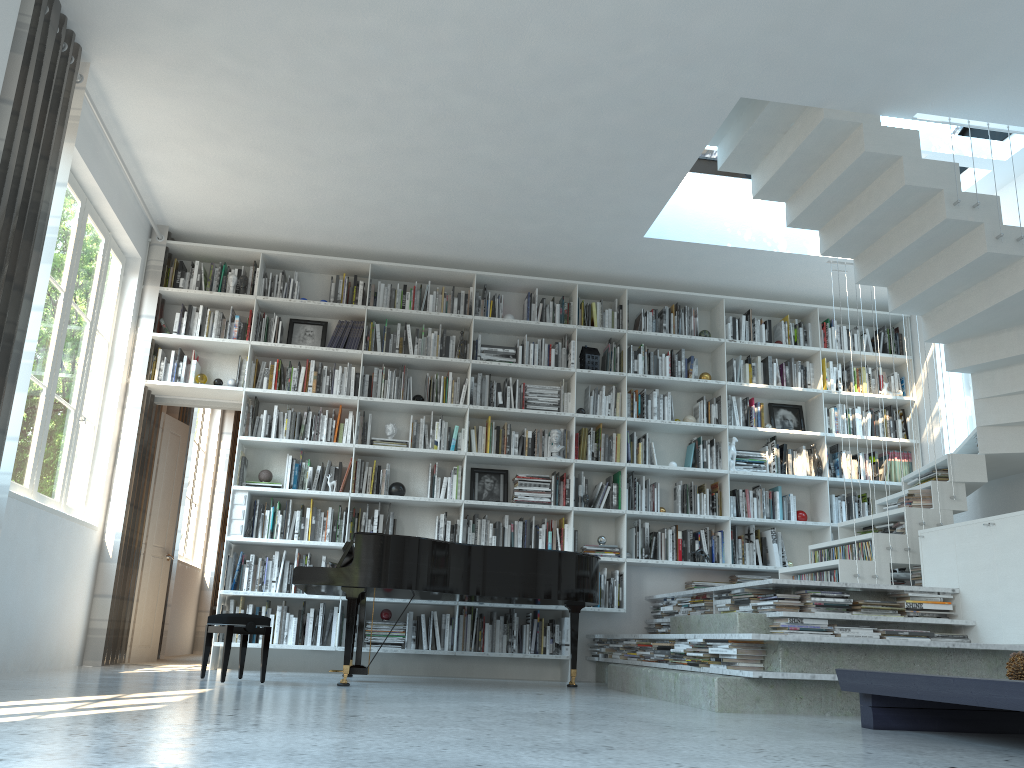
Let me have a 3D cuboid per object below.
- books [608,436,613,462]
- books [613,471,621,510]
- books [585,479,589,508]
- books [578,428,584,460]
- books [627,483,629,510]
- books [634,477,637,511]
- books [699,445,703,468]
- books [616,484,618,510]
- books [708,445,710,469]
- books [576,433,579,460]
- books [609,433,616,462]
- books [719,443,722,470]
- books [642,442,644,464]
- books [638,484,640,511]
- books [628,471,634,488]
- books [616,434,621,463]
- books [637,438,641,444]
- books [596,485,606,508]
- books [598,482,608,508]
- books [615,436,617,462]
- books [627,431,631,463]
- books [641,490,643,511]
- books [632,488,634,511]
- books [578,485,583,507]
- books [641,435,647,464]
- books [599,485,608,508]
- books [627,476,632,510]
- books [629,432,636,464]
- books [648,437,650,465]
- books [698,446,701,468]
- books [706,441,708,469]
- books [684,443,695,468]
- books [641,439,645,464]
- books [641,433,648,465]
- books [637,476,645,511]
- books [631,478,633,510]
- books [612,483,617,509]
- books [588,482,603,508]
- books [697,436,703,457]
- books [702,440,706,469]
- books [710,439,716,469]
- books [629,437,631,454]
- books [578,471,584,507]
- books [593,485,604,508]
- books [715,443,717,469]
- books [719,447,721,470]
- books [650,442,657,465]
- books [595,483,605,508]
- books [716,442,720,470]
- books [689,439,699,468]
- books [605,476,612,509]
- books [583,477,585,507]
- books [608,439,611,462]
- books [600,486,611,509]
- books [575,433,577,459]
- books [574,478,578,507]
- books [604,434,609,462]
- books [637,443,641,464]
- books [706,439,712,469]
[{"bbox_3d":[0.780,0.554,7.138,0.028,0.239,0.146,5,-16,-8],"label":"books"},{"bbox_3d":[0.833,0.867,7.050,0.014,0.324,0.183,5,-16,-8],"label":"books"},{"bbox_3d":[0.574,0.888,7.019,0.035,0.247,0.141,5,-16,-8],"label":"books"},{"bbox_3d":[0.542,0.506,7.101,0.035,0.292,0.145,5,-16,-8],"label":"books"},{"bbox_3d":[0.905,0.920,7.068,0.011,0.238,0.137,5,-16,-8],"label":"books"},{"bbox_3d":[0.967,0.897,7.061,0.005,0.283,0.159,5,-16,-8],"label":"books"},{"bbox_3d":[1.513,0.620,7.229,0.013,0.218,0.188,5,-16,-8],"label":"books"},{"bbox_3d":[0.813,0.914,7.037,0.021,0.226,0.148,5,-16,-8],"label":"books"},{"bbox_3d":[1.578,0.621,7.234,0.012,0.223,0.178,5,-16,-8],"label":"books"},{"bbox_3d":[0.507,0.532,7.116,0.013,0.246,0.177,5,-16,-8],"label":"books"},{"bbox_3d":[0.804,0.541,7.140,0.032,0.265,0.143,5,-16,-8],"label":"books"},{"bbox_3d":[1.689,0.621,7.256,0.010,0.245,0.159,5,-16,-8],"label":"books"},{"bbox_3d":[1.036,0.584,7.159,0.007,0.211,0.158,5,-16,-8],"label":"books"},{"bbox_3d":[0.989,0.924,7.048,0.011,0.225,0.188,5,-16,-8],"label":"books"},{"bbox_3d":[0.952,0.875,7.090,0.007,0.341,0.150,5,-16,-8],"label":"books"},{"bbox_3d":[0.840,0.547,7.157,0.033,0.268,0.142,5,-16,-8],"label":"books"},{"bbox_3d":[1.014,0.570,7.168,0.008,0.241,0.169,5,-16,-8],"label":"books"},{"bbox_3d":[0.683,0.915,7.024,0.090,0.211,0.143,5,-16,-8],"label":"books"},{"bbox_3d":[0.699,0.902,7.028,0.094,0.238,0.150,5,-16,-8],"label":"books"},{"bbox_3d":[0.820,0.556,7.154,0.019,0.247,0.149,5,-16,-8],"label":"books"},{"bbox_3d":[0.918,0.538,7.152,0.035,0.287,0.192,5,-16,-8],"label":"books"},{"bbox_3d":[1.011,0.948,7.054,0.013,0.186,0.184,5,-16,-8],"label":"books"},{"bbox_3d":[0.941,0.937,7.061,0.013,0.204,0.154,5,-16,-8],"label":"books"},{"bbox_3d":[0.522,0.903,6.980,0.027,0.191,0.183,5,-16,-8],"label":"books"},{"bbox_3d":[1.059,0.559,7.173,0.006,0.269,0.179,5,-16,-8],"label":"books"},{"bbox_3d":[0.702,0.917,7.034,0.090,0.214,0.139,5,-16,-8],"label":"books"},{"bbox_3d":[0.923,0.891,7.064,0.018,0.294,0.178,5,-16,-8],"label":"books"},{"bbox_3d":[0.964,0.542,7.142,0.013,0.278,0.192,5,-16,-8],"label":"books"},{"bbox_3d":[1.094,0.574,7.189,0.007,0.253,0.161,5,-16,-8],"label":"books"},{"bbox_3d":[1.504,0.624,7.226,0.006,0.209,0.188,5,-16,-8],"label":"books"},{"bbox_3d":[1.564,0.606,7.244,0.015,0.258,0.152,5,-16,-8],"label":"books"},{"bbox_3d":[1.444,0.609,7.234,0.056,0.240,0.154,5,-16,-8],"label":"books"},{"bbox_3d":[1.046,0.574,7.177,0.017,0.242,0.133,5,-16,-8],"label":"books"},{"bbox_3d":[1.074,0.554,7.183,0.013,0.286,0.159,5,-16,-8],"label":"books"},{"bbox_3d":[1.027,0.895,7.069,0.014,0.296,0.175,5,-16,-8],"label":"books"},{"bbox_3d":[0.935,0.898,7.063,0.006,0.280,0.155,5,-16,-8],"label":"books"},{"bbox_3d":[0.790,0.910,7.022,0.029,0.222,0.171,5,-16,-8],"label":"books"},{"bbox_3d":[0.644,0.898,7.000,0.095,0.227,0.190,5,-16,-8],"label":"books"},{"bbox_3d":[1.525,0.589,7.256,0.013,0.294,0.154,5,-16,-8],"label":"books"},{"bbox_3d":[1.548,0.602,7.242,0.018,0.262,0.165,5,-16,-8],"label":"books"},{"bbox_3d":[1.621,0.599,7.241,0.012,0.272,0.184,5,-16,-8],"label":"books"},{"bbox_3d":[0.935,0.566,7.167,0.007,0.243,0.146,5,-16,-8],"label":"books"},{"bbox_3d":[0.541,0.854,7.013,0.013,0.306,0.141,5,-16,-8],"label":"books"},{"bbox_3d":[0.659,0.909,7.004,0.089,0.209,0.176,5,-16,-8],"label":"books"},{"bbox_3d":[1.642,0.621,7.261,0.013,0.244,0.159,5,-16,-8],"label":"books"},{"bbox_3d":[1.671,0.639,7.259,0.023,0.211,0.165,5,-16,-8],"label":"books"},{"bbox_3d":[1.127,0.591,7.161,0.051,0.209,0.177,5,-16,-8],"label":"books"},{"bbox_3d":[0.672,0.909,7.028,0.095,0.225,0.144,5,-16,-8],"label":"books"},{"bbox_3d":[1.657,0.614,7.247,0.011,0.252,0.169,5,-16,-8],"label":"books"},{"bbox_3d":[1.483,0.597,7.237,0.021,0.263,0.174,5,-16,-8],"label":"books"},{"bbox_3d":[0.768,0.884,7.047,0.013,0.285,0.139,5,-16,-8],"label":"books"},{"bbox_3d":[0.552,0.877,7.018,0.012,0.265,0.158,5,-16,-8],"label":"books"},{"bbox_3d":[0.757,0.563,7.111,0.034,0.203,0.182,5,-16,-8],"label":"books"},{"bbox_3d":[0.716,0.921,7.024,0.091,0.204,0.169,5,-16,-8],"label":"books"},{"bbox_3d":[0.494,0.529,7.103,0.014,0.243,0.145,5,-16,-8],"label":"books"},{"bbox_3d":[0.492,0.878,7.004,0.028,0.252,0.143,5,-16,-8],"label":"books"},{"bbox_3d":[0.735,0.541,7.105,0.027,0.241,0.189,5,-16,-8],"label":"books"},{"bbox_3d":[1.005,0.586,7.135,0.017,0.191,0.192,5,-16,-8],"label":"books"},{"bbox_3d":[1.596,0.603,7.258,0.032,0.274,0.155,5,-16,-8],"label":"books"}]
